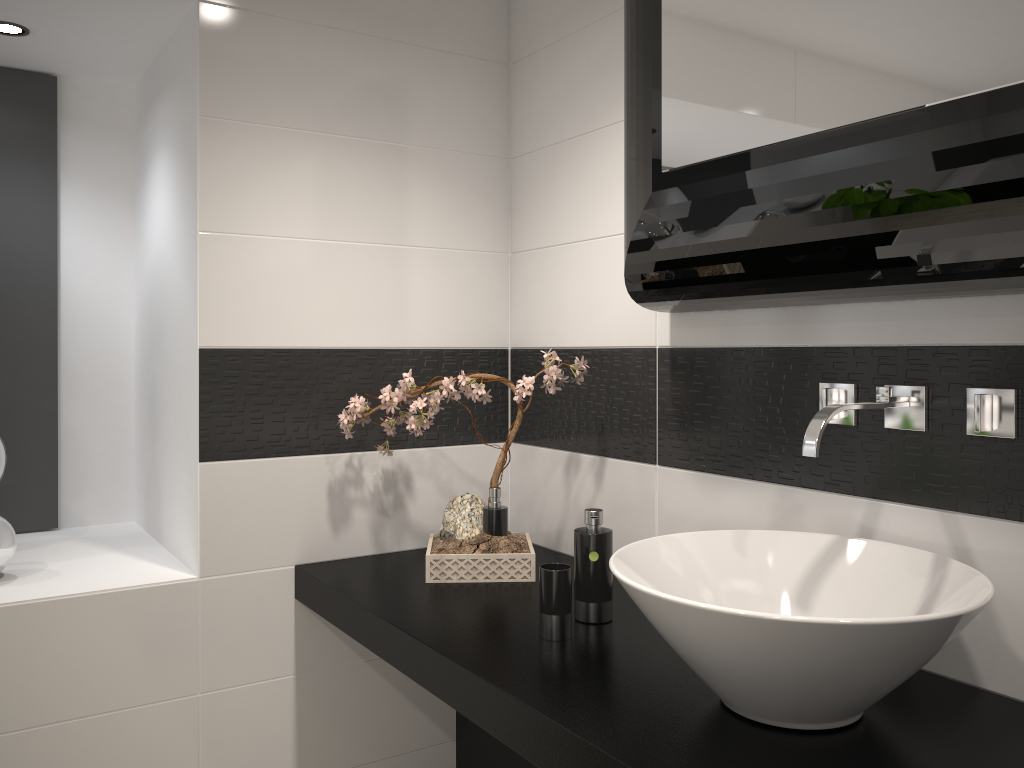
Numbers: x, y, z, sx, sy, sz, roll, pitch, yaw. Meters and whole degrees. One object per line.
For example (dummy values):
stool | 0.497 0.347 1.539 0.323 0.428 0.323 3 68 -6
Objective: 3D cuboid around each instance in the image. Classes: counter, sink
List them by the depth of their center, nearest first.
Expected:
counter | 0.758 0.558 0.835 0.655 0.084 3.846 -1 2 -33
sink | 0.432 0.387 1.377 0.559 0.212 0.560 0 2 11

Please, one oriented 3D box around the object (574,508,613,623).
object | 0.167 0.369 1.819 0.079 0.220 0.079 0 1 -43

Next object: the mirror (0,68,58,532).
mirror | -1.954 -0.236 2.331 1.361 1.382 0.078 -1 1 -33

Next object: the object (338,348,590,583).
object | -0.126 0.190 2.234 0.628 0.560 0.261 0 1 -3

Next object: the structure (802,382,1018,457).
structure | 0.585 0.059 1.473 0.259 0.108 0.367 -1 2 -33

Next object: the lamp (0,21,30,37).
lamp | -1.327 -0.933 2.328 0.105 0.004 0.105 1 2 24

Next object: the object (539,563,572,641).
object | 0.084 0.419 1.708 0.063 0.134 0.063 0 1 2

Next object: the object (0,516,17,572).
object | -1.277 0.387 2.118 0.163 0.163 0.163 0 1 -19

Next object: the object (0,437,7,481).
object | -1.464 0.014 2.303 0.260 0.897 0.261 0 0 -20

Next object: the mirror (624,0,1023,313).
mirror | 0.964 -0.574 0.879 0.258 0.901 2.615 0 2 -33
